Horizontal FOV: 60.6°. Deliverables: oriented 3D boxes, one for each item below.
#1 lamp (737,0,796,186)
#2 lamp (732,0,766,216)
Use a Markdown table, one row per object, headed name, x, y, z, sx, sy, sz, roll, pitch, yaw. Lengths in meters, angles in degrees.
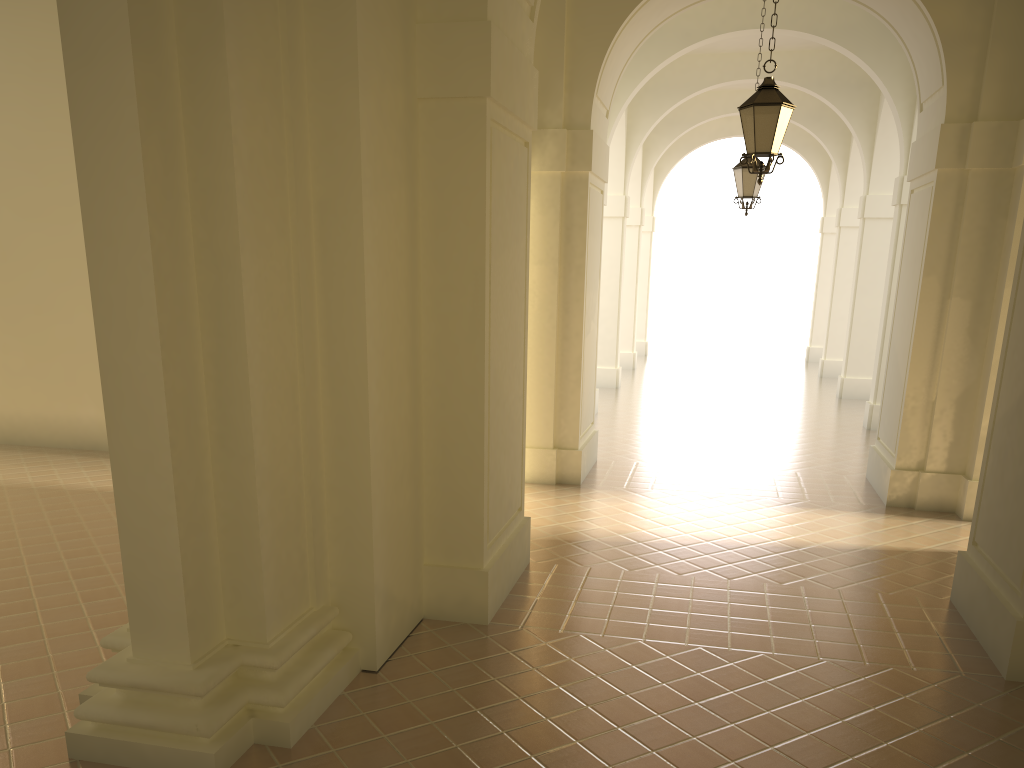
| name | x | y | z | sx | sy | sz | roll | pitch | yaw |
| --- | --- | --- | --- | --- | --- | --- | --- | --- | --- |
| lamp | 2.281 | -3.467 | 7.512 | 0.441 | 3.449 | 0.490 | -4 | 16 | -17 |
| lamp | 3.421 | -4.087 | 12.237 | 0.509 | 3.449 | 0.425 | 4 | 16 | 12 |
